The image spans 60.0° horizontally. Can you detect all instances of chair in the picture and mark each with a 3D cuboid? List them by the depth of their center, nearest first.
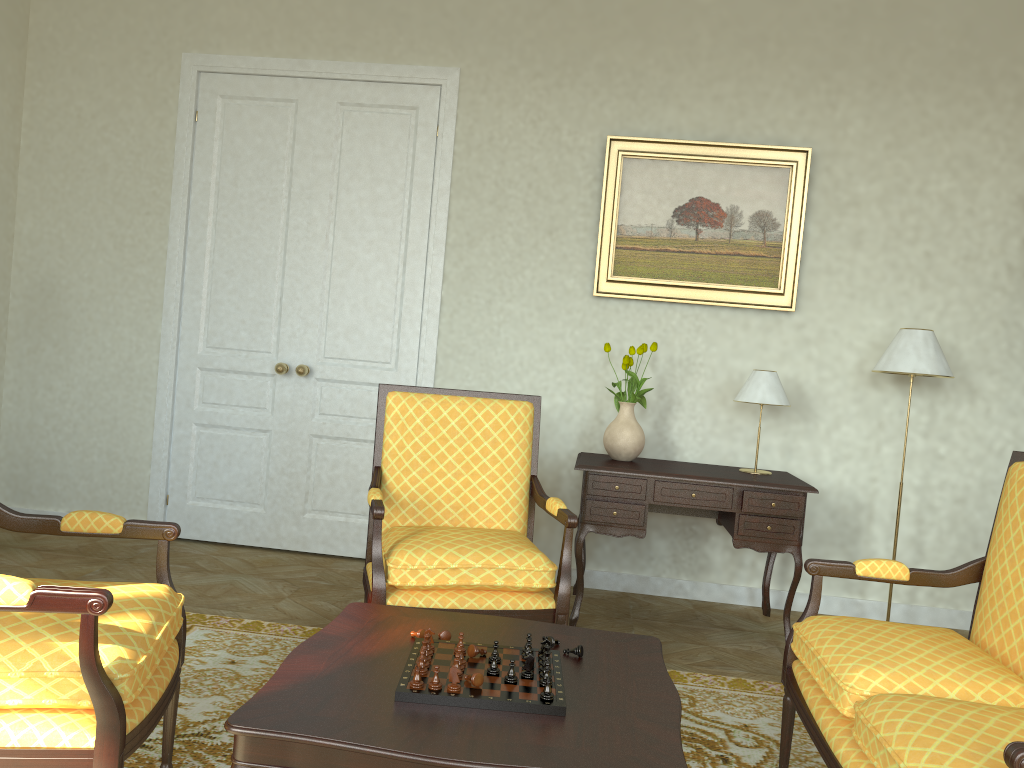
[{"bbox_3d":[1.097,0.724,2.024,0.680,1.083,1.389,5,2,5],"label":"chair"},{"bbox_3d":[-1.134,0.530,2.060,0.671,1.083,0.730,5,2,-10],"label":"chair"},{"bbox_3d":[-0.184,0.577,3.301,0.730,1.083,0.671,5,2,-13],"label":"chair"}]

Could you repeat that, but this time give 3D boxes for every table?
[{"bbox_3d":[-0.091,0.920,2.084,0.922,0.494,0.932,5,2,7],"label":"table"},{"bbox_3d":[0.839,0.799,4.385,1.110,0.769,0.689,5,2,6],"label":"table"}]

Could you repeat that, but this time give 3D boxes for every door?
[{"bbox_3d":[-1.218,-0.390,5.048,1.405,2.701,0.153,5,2,6],"label":"door"}]

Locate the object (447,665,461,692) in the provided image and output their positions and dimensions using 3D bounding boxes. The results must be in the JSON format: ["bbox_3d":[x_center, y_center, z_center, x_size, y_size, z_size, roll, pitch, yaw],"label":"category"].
[{"bbox_3d":[-0.122,0.628,1.897,0.030,0.052,0.030,4,2,-37],"label":"object"}]

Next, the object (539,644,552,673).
[{"bbox_3d":[0.079,0.636,2.055,0.030,0.064,0.030,4,2,-37],"label":"object"}]

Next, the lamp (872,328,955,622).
[{"bbox_3d":[1.957,0.500,4.456,0.381,1.552,0.381,5,2,-4],"label":"lamp"}]

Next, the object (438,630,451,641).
[{"bbox_3d":[-0.179,0.644,2.283,0.030,0.030,0.052,4,2,-28],"label":"object"}]

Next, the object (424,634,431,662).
[{"bbox_3d":[-0.200,0.611,2.058,0.030,0.064,0.030,4,2,-37],"label":"object"}]

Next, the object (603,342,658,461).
[{"bbox_3d":[0.590,0.083,4.495,0.264,0.609,0.242,6,2,31],"label":"object"}]

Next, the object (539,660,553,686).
[{"bbox_3d":[0.078,0.642,1.975,0.030,0.055,0.030,4,2,-37],"label":"object"}]

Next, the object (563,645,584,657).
[{"bbox_3d":[0.155,0.674,2.249,0.052,0.030,0.030,5,2,16],"label":"object"}]

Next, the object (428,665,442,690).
[{"bbox_3d":[-0.162,0.626,1.897,0.030,0.050,0.030,4,2,-37],"label":"object"}]

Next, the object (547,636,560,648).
[{"bbox_3d":[0.107,0.668,2.310,0.030,0.030,0.052,6,2,33],"label":"object"}]

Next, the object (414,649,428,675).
[{"bbox_3d":[-0.201,0.618,1.978,0.030,0.055,0.030,4,2,-37],"label":"object"}]

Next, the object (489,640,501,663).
[{"bbox_3d":[-0.039,0.631,2.096,0.030,0.050,0.030,4,2,-37],"label":"object"}]

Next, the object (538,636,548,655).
[{"bbox_3d":[0.080,0.642,2.175,0.030,0.044,0.030,4,2,-37],"label":"object"}]

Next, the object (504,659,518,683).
[{"bbox_3d":[0.000,0.638,1.977,0.030,0.050,0.030,4,2,-37],"label":"object"}]

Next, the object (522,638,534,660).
[{"bbox_3d":[0.040,0.637,2.135,0.030,0.050,0.030,4,2,-37],"label":"object"}]

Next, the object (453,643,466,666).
[{"bbox_3d":[-0.119,0.626,2.055,0.030,0.050,0.030,4,2,-37],"label":"object"}]

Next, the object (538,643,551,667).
[{"bbox_3d":[0.080,0.639,2.095,0.030,0.055,0.030,4,2,-37],"label":"object"}]

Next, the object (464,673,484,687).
[{"bbox_3d":[-0.085,0.641,1.942,0.030,0.030,0.052,4,2,-33],"label":"object"}]

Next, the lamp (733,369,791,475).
[{"bbox_3d":[1.247,0.188,4.457,0.280,0.515,0.280,5,2,-4],"label":"lamp"}]

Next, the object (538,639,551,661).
[{"bbox_3d":[0.080,0.639,2.135,0.030,0.052,0.030,4,2,-37],"label":"object"}]

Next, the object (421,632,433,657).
[{"bbox_3d":[-0.199,0.615,2.098,0.030,0.055,0.030,4,2,-37],"label":"object"}]

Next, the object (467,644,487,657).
[{"bbox_3d":[-0.080,0.637,2.123,0.052,0.030,0.030,4,2,-38],"label":"object"}]

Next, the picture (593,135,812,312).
[{"bbox_3d":[1.021,-0.870,4.808,1.087,0.872,0.071,5,2,6],"label":"picture"}]

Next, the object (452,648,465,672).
[{"bbox_3d":[-0.121,0.626,2.017,0.030,0.050,0.030,4,2,-37],"label":"object"}]

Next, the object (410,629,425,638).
[{"bbox_3d":[-0.241,0.639,2.273,0.047,0.030,0.030,6,2,43],"label":"object"}]

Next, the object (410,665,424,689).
[{"bbox_3d":[-0.202,0.626,1.898,0.030,0.044,0.030,4,2,-37],"label":"object"}]

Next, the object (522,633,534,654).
[{"bbox_3d":[0.040,0.636,2.175,0.030,0.050,0.030,4,2,-37],"label":"object"}]

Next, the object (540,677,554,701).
[{"bbox_3d":[0.077,0.650,1.895,0.030,0.044,0.030,4,2,-37],"label":"object"}]

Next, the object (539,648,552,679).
[{"bbox_3d":[0.079,0.634,2.015,0.030,0.069,0.030,4,2,-37],"label":"object"}]

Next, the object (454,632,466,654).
[{"bbox_3d":[-0.123,0.623,2.137,0.030,0.050,0.030,4,2,-37],"label":"object"}]

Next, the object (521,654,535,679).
[{"bbox_3d":[0.037,0.639,2.015,0.030,0.052,0.030,6,2,23],"label":"object"}]

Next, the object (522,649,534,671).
[{"bbox_3d":[0.039,0.639,2.055,0.030,0.050,0.030,4,2,-37],"label":"object"}]

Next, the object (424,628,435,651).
[{"bbox_3d":[-0.199,0.615,2.138,0.030,0.052,0.030,4,2,-37],"label":"object"}]

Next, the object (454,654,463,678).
[{"bbox_3d":[-0.123,0.627,1.979,0.030,0.050,0.030,4,2,-37],"label":"object"}]

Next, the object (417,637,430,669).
[{"bbox_3d":[-0.200,0.610,2.018,0.030,0.069,0.030,4,2,-37],"label":"object"}]

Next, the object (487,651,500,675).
[{"bbox_3d":[-0.041,0.633,2.018,0.030,0.050,0.030,4,2,-37],"label":"object"}]

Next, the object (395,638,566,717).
[{"bbox_3d":[-0.064,0.665,2.037,0.360,0.021,0.360,5,2,1],"label":"object"}]
